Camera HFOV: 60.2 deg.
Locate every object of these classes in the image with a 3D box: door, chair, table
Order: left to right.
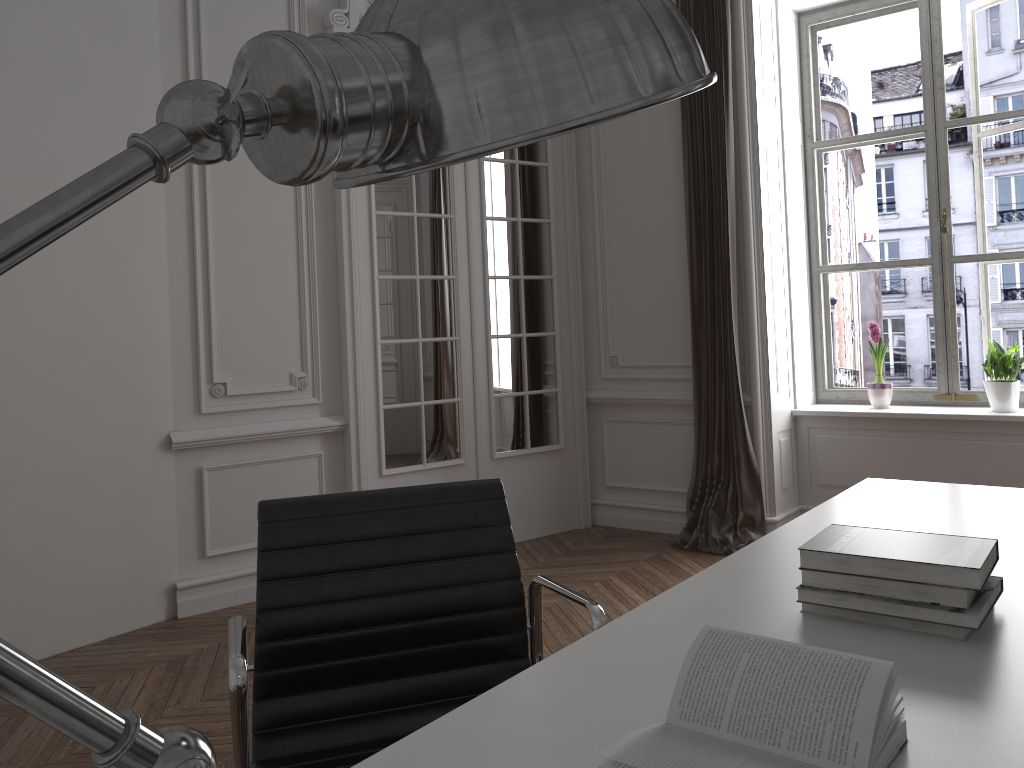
[{"bbox_3d":[-0.145,0.677,1.439,0.694,0.925,0.667,-3,1,-26],"label":"chair"},{"bbox_3d":[-0.229,-0.442,4.895,1.567,2.740,0.085,-3,-1,-37],"label":"door"},{"bbox_3d":[0.595,0.747,1.213,0.899,0.749,2.628,-1,4,37],"label":"table"}]

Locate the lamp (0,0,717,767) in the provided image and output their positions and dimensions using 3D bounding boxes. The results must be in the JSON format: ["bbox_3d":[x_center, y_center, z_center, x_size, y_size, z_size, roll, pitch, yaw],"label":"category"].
[{"bbox_3d":[-0.083,0.104,0.414,0.268,0.700,0.489,-3,0,38],"label":"lamp"}]

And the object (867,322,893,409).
[{"bbox_3d":[2.021,-0.106,4.872,0.129,0.476,0.129,-2,-1,-2],"label":"object"}]

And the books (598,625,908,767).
[{"bbox_3d":[0.260,0.355,0.940,0.226,0.096,0.279,0,4,39],"label":"books"}]

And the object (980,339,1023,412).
[{"bbox_3d":[2.486,-0.047,4.468,0.215,0.369,0.285,-2,1,16],"label":"object"}]

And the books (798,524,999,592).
[{"bbox_3d":[0.613,0.269,1.401,0.258,0.032,0.191,0,4,35],"label":"books"}]

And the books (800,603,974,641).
[{"bbox_3d":[0.614,0.347,1.411,0.241,0.023,0.191,1,5,39],"label":"books"}]

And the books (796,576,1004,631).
[{"bbox_3d":[0.614,0.325,1.399,0.258,0.023,0.212,0,5,37],"label":"books"}]

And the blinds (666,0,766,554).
[{"bbox_3d":[1.033,-0.687,4.735,0.579,3.107,0.310,-3,-1,43],"label":"blinds"}]

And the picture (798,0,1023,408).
[{"bbox_3d":[0.141,-1.085,1.808,13.187,4.809,13.265,-1,4,30],"label":"picture"}]

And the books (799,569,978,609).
[{"bbox_3d":[0.608,0.300,1.407,0.239,0.028,0.191,0,4,35],"label":"books"}]
